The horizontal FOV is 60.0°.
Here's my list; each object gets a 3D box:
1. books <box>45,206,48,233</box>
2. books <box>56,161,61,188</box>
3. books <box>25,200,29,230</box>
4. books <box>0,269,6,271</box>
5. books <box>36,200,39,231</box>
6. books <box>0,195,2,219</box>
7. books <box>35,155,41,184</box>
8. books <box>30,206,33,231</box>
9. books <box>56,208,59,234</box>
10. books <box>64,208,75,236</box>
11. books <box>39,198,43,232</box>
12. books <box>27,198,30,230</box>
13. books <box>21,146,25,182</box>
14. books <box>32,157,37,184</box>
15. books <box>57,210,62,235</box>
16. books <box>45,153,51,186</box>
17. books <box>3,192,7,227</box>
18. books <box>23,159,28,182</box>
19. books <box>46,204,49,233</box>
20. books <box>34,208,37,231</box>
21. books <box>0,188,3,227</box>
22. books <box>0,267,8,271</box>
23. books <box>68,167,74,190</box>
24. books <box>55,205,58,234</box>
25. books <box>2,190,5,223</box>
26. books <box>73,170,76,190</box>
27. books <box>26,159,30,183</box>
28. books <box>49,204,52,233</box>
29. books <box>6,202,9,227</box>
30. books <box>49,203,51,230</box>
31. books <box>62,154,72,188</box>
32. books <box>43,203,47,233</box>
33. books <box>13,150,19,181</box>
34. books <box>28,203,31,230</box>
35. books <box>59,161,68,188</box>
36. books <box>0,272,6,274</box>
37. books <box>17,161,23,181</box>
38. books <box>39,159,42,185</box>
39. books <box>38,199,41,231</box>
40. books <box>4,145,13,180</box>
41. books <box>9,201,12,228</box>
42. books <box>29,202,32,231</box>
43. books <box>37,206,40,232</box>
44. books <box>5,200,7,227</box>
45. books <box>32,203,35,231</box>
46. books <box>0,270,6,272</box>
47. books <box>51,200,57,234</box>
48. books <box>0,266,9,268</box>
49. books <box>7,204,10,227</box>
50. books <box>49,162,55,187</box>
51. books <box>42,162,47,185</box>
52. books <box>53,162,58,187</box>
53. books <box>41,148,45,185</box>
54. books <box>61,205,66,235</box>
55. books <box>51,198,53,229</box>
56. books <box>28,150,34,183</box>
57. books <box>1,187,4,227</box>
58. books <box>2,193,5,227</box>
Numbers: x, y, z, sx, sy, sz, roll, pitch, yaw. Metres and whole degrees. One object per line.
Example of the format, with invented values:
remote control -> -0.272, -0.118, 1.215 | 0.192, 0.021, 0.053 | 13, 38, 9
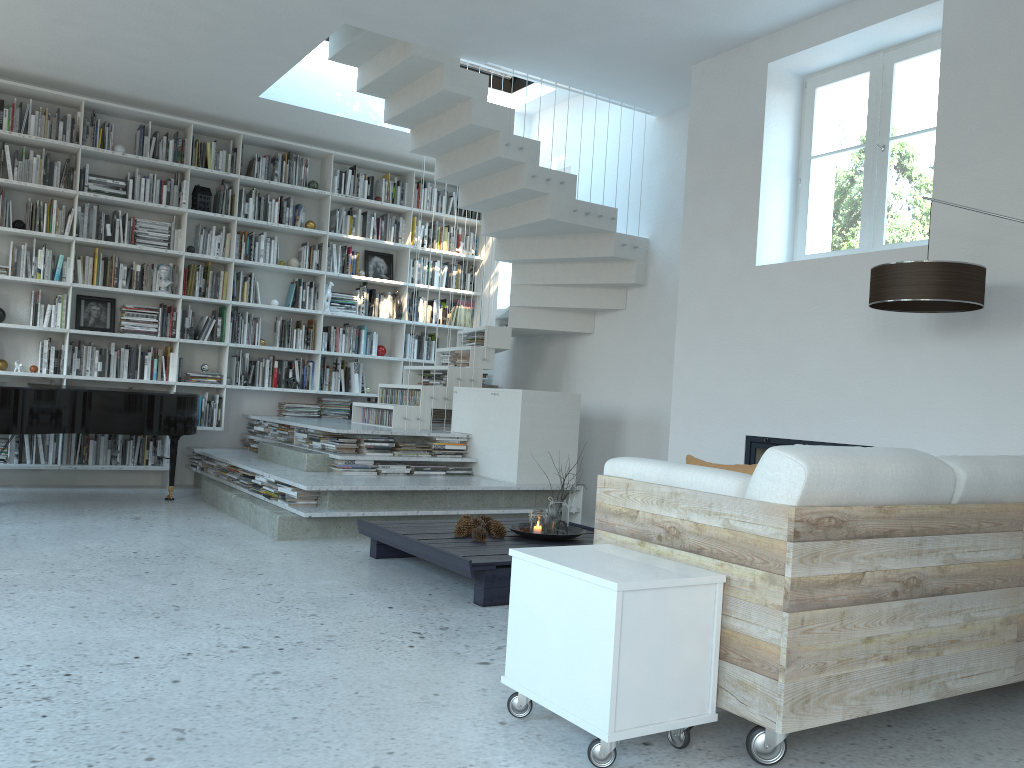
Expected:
books -> -3.754, -1.306, 7.135 | 0.011, 0.236, 0.130 | 4, -1, -33
books -> -3.678, -1.667, 7.170 | 0.025, 0.237, 0.153 | 4, -1, -33
books -> -3.864, -1.323, 7.059 | 0.005, 0.254, 0.161 | 4, -1, -33
books -> -4.099, -0.898, 6.915 | 0.254, 0.012, 0.161 | 4, -1, -36
books -> -3.808, -1.325, 7.097 | 0.009, 0.266, 0.149 | 4, -1, -33
books -> -4.014, -1.338, 6.948 | 0.010, 0.262, 0.158 | 4, -1, -33
books -> -3.797, -1.688, 7.083 | 0.028, 0.261, 0.135 | 4, -1, -33
books -> -3.838, -1.302, 7.073 | 0.013, 0.216, 0.149 | 4, -1, -33
books -> -3.684, -1.296, 7.169 | 0.011, 0.229, 0.165 | 4, -1, -33
books -> -3.597, -1.294, 7.188 | 0.064, 0.237, 0.208 | 4, -1, -33
books -> -3.781, -1.334, 7.115 | 0.033, 0.287, 0.155 | 4, -1, -33
books -> -3.860, -1.334, 7.070 | 0.012, 0.276, 0.129 | 4, -1, -33
books -> -3.877, -1.718, 7.023 | 0.012, 0.308, 0.145 | 4, -1, -33
books -> -3.808, -1.672, 7.054 | 0.021, 0.226, 0.191 | 4, -1, -33
books -> -3.670, -1.289, 7.179 | 0.024, 0.216, 0.142 | 4, -1, -33
books -> -3.739, -1.699, 7.131 | 0.022, 0.290, 0.146 | 4, -1, -33
books -> -3.981, -1.348, 6.954 | 0.011, 0.287, 0.188 | 4, -1, -33
books -> -3.878, -1.670, 7.054 | 0.024, 0.212, 0.128 | 4, -1, -33
books -> -3.736, -1.313, 7.132 | 0.017, 0.253, 0.139 | 4, -1, -33
books -> -3.814, -1.292, 7.084 | 0.011, 0.200, 0.162 | 4, -1, -33
books -> -4.013, -1.364, 6.963 | 0.005, 0.316, 0.157 | 4, -1, -33
books -> -4.099, -0.910, 6.917 | 0.285, 0.012, 0.159 | 4, -1, -31
books -> -3.599, -1.649, 7.227 | 0.028, 0.212, 0.134 | 4, -1, -33
books -> -3.690, -1.311, 7.160 | 0.010, 0.257, 0.140 | 4, -1, -33
books -> -4.002, -1.358, 6.965 | 0.005, 0.305, 0.162 | 4, -1, -33
books -> -3.584, -1.638, 7.246 | 0.019, 0.194, 0.098 | 4, -1, -33
books -> -3.850, -1.666, 7.041 | 0.010, 0.208, 0.173 | 4, -1, -33
books -> -3.719, -1.312, 7.135 | 0.006, 0.253, 0.180 | 4, -1, -33
books -> -3.982, -1.313, 6.987 | 0.012, 0.218, 0.151 | 4, -1, -33
books -> -3.726, -1.319, 7.137 | 0.004, 0.265, 0.141 | 4, -1, -33
books -> -3.619, -1.696, 7.183 | 0.058, 0.302, 0.175 | 4, -1, -33
books -> -3.744, -1.310, 7.098 | 0.013, 0.243, 0.188 | 4, -1, -33
books -> -3.921, -1.700, 7.003 | 0.027, 0.265, 0.168 | 4, -1, -33
books -> -3.853, -1.315, 7.071 | 0.005, 0.239, 0.145 | 4, -1, -33
books -> -3.633, -1.678, 7.175 | 0.055, 0.264, 0.166 | 4, -1, -33
books -> -4.099, -0.874, 6.913 | 0.254, 0.012, 0.161 | 4, -1, -37
books -> -3.897, -1.655, 7.012 | 0.028, 0.180, 0.168 | 4, -1, -33
books -> -3.779, -1.672, 7.091 | 0.013, 0.231, 0.141 | 4, -1, -33
books -> -3.791, -1.329, 7.095 | 0.005, 0.275, 0.157 | 4, -1, -33
books -> -3.955, -1.713, 6.963 | 0.075, 0.285, 0.178 | 4, -1, -33
books -> -3.956, -1.318, 6.992 | 0.031, 0.232, 0.147 | 4, -1, -33
books -> -3.836, -1.315, 7.054 | 0.005, 0.240, 0.173 | 4, -1, -33
books -> -3.786, -1.299, 7.074 | 0.006, 0.216, 0.181 | 4, -1, -33
books -> -3.993, -1.323, 6.987 | 0.009, 0.237, 0.134 | 4, -1, -33
books -> -3.816, -1.311, 7.056 | 0.005, 0.236, 0.178 | 4, -1, -33
books -> -4.097, -0.886, 6.911 | 0.254, 0.012, 0.161 | 4, -1, -38
books -> -3.699, -1.325, 7.146 | 0.022, 0.284, 0.190 | 4, -1, -33
books -> -4.096, -0.922, 6.913 | 0.285, 0.012, 0.159 | 4, -1, -37
books -> -3.974, -1.308, 6.990 | 0.004, 0.209, 0.132 | 4, -1, -33
books -> -3.709, -1.660, 7.128 | 0.030, 0.218, 0.182 | 4, -1, -33
books -> -3.760, -1.662, 7.116 | 0.024, 0.213, 0.150 | 4, -1, -33
books -> -3.689, -1.661, 7.145 | 0.022, 0.222, 0.161 | 4, -1, -33
books -> -3.760, -1.712, 7.090 | 0.011, 0.313, 0.183 | 4, -1, -33
books -> -3.644, -1.308, 7.183 | 0.022, 0.257, 0.155 | 4, -1, -33
books -> -3.714, -1.337, 7.140 | 0.006, 0.303, 0.165 | 4, -1, -33
books -> -3.839, -1.704, 7.062 | 0.026, 0.286, 0.137 | 4, -1, -33
books -> -4.006, -1.371, 6.963 | 0.005, 0.331, 0.161 | 4, -1, -33
books -> -3.998, -1.347, 6.965 | 0.004, 0.284, 0.166 | 4, -1, -33
